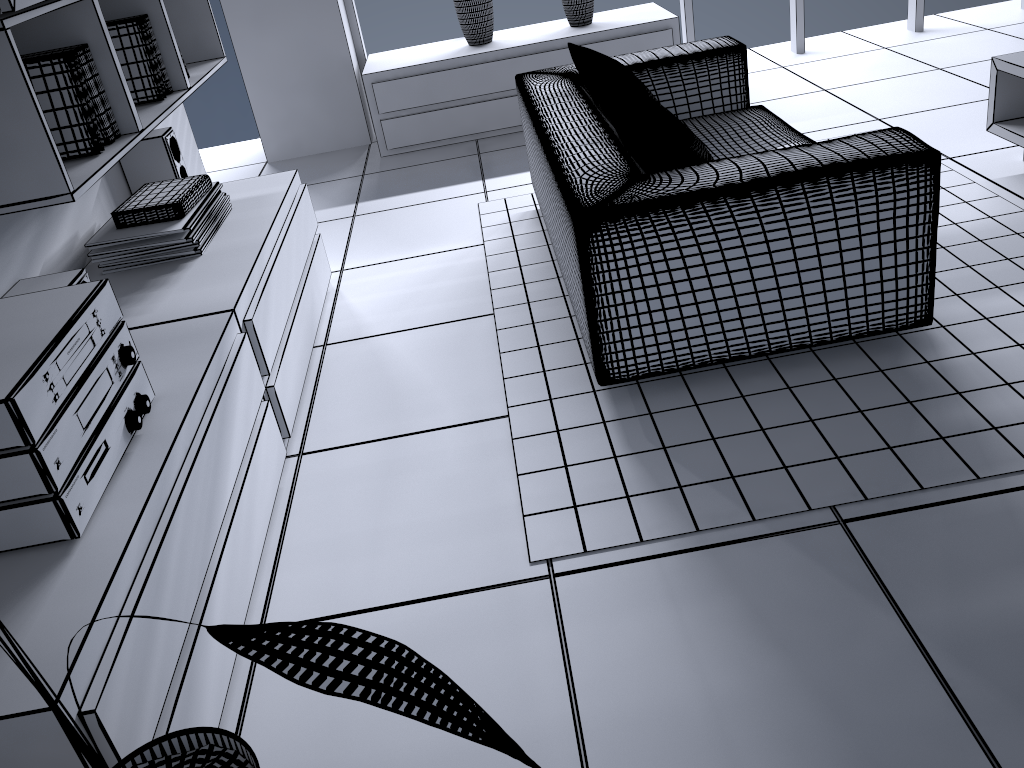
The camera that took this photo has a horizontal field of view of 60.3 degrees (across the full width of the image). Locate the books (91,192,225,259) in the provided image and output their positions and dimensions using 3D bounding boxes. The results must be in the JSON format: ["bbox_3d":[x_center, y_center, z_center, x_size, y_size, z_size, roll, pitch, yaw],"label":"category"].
[{"bbox_3d":[-1.048,-0.484,2.648,0.285,0.008,0.434,-10,30,1],"label":"books"}]

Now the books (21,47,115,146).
[{"bbox_3d":[-1.209,-0.750,2.353,0.207,0.247,0.052,-11,27,0],"label":"books"}]

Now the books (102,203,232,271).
[{"bbox_3d":[-1.042,-0.460,2.700,0.285,0.008,0.434,-10,30,1],"label":"books"}]

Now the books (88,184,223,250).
[{"bbox_3d":[-1.050,-0.509,2.636,0.285,0.008,0.434,-10,30,1],"label":"books"}]

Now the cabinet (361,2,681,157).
[{"bbox_3d":[0.056,-1.708,4.914,1.675,0.431,0.624,-10,29,0],"label":"cabinet"}]

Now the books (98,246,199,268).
[{"bbox_3d":[-1.050,-0.458,2.680,0.285,0.008,0.434,-10,30,1],"label":"books"}]

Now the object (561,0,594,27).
[{"bbox_3d":[0.200,-2.655,4.273,1.554,1.783,0.722,-13,27,-5],"label":"object"}]

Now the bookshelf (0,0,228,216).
[{"bbox_3d":[-1.255,-1.056,1.983,0.327,1.197,2.947,-10,30,1],"label":"bookshelf"}]

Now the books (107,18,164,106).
[{"bbox_3d":[-1.248,-1.015,2.810,0.207,0.248,0.078,-11,27,0],"label":"books"}]

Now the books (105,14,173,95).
[{"bbox_3d":[-1.259,-1.066,2.899,0.207,0.247,0.052,-11,27,0],"label":"books"}]

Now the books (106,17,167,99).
[{"bbox_3d":[-1.251,-1.031,2.839,0.207,0.248,0.078,-11,27,-1],"label":"books"}]

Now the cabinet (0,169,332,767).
[{"bbox_3d":[-0.899,0.057,2.238,0.574,0.430,2.374,-10,30,1],"label":"cabinet"}]

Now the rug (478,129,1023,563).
[{"bbox_3d":[0.827,-0.372,2.852,1.798,0.001,2.334,-10,30,0],"label":"rug"}]

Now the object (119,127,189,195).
[{"bbox_3d":[-1.237,-0.751,3.055,0.177,0.221,0.124,-11,28,0],"label":"object"}]

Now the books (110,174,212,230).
[{"bbox_3d":[-1.030,-0.543,2.611,0.207,0.048,0.270,-8,30,5],"label":"books"}]

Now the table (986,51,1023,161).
[{"bbox_3d":[2.155,-0.780,2.768,0.650,0.372,1.256,-10,30,0],"label":"table"}]

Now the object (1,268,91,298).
[{"bbox_3d":[-1.138,-0.145,2.110,0.177,0.114,0.344,-10,30,0],"label":"object"}]

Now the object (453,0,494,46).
[{"bbox_3d":[-0.435,-3.200,4.324,1.431,2.856,0.515,4,30,26],"label":"object"}]

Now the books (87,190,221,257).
[{"bbox_3d":[-1.055,-0.482,2.628,0.285,0.008,0.434,-10,30,1],"label":"books"}]

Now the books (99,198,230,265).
[{"bbox_3d":[-1.043,-0.474,2.685,0.285,0.008,0.434,-10,30,1],"label":"books"}]

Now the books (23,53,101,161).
[{"bbox_3d":[-1.197,-0.699,2.263,0.207,0.248,0.078,-11,27,0],"label":"books"}]

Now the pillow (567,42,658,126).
[{"bbox_3d":[0.417,-0.992,3.095,0.300,0.381,0.591,-12,29,-2],"label":"pillow"}]

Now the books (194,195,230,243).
[{"bbox_3d":[-1.045,-0.485,2.688,0.285,0.008,0.434,-10,30,1],"label":"books"}]

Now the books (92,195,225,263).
[{"bbox_3d":[-1.046,-0.474,2.646,0.285,0.008,0.434,-10,30,1],"label":"books"}]

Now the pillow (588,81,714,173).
[{"bbox_3d":[0.469,-0.670,2.580,0.340,0.372,0.593,-12,29,-2],"label":"pillow"}]

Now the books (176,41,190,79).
[{"bbox_3d":[-1.285,-1.185,3.111,0.207,0.248,0.078,-11,27,0],"label":"books"}]

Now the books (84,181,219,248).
[{"bbox_3d":[-1.057,-0.507,2.615,0.285,0.008,0.434,-10,30,1],"label":"books"}]

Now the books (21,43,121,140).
[{"bbox_3d":[-1.213,-0.777,2.399,0.207,0.247,0.052,-11,27,0],"label":"books"}]

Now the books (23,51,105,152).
[{"bbox_3d":[-1.200,-0.715,2.292,0.207,0.248,0.078,-11,27,-1],"label":"books"}]

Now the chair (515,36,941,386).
[{"bbox_3d":[0.589,-0.682,2.918,0.960,0.528,1.725,-10,30,0],"label":"chair"}]

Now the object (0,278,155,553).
[{"bbox_3d":[-0.885,0.051,1.548,0.347,0.258,0.450,-10,29,0],"label":"object"}]

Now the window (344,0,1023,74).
[{"bbox_3d":[1.630,-3.321,4.684,5.502,2.990,0.104,-11,27,0],"label":"window"}]

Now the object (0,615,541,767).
[{"bbox_3d":[-0.545,0.160,0.866,1.180,1.515,0.260,7,32,29],"label":"object"}]

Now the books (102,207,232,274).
[{"bbox_3d":[-1.040,-0.449,2.698,0.285,0.008,0.434,-10,30,1],"label":"books"}]
